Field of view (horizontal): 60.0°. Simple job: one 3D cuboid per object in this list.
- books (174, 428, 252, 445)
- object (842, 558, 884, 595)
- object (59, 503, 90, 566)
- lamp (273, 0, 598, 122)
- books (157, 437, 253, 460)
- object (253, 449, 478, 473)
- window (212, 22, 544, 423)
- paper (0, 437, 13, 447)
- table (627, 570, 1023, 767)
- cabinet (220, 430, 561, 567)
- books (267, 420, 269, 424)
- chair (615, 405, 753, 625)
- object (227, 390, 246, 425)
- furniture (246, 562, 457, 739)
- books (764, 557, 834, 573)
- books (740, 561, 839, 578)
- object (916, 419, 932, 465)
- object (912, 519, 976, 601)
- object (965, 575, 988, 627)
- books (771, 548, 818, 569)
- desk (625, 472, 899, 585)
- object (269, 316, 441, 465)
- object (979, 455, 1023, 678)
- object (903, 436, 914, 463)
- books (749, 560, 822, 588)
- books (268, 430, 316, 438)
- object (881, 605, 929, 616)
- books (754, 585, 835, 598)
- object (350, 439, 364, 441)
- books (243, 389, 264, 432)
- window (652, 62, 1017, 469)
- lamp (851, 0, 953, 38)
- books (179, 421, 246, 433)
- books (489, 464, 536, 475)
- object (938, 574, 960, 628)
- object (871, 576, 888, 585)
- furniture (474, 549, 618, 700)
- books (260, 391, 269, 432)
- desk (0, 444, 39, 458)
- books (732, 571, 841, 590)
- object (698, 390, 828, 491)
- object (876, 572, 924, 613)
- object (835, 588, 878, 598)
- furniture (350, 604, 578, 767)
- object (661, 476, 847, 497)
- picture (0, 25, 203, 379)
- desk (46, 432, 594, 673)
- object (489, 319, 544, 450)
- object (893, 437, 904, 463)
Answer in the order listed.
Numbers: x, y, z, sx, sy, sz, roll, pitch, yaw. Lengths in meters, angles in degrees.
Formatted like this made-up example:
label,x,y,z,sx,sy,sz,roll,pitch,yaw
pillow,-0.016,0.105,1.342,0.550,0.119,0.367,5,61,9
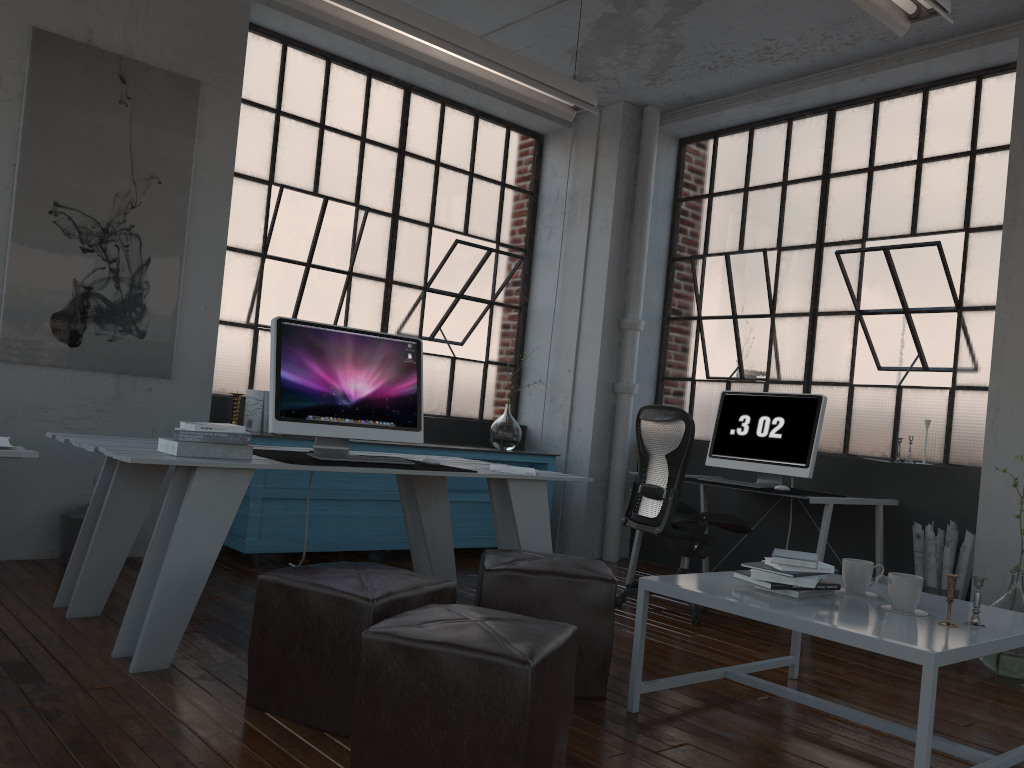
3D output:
label,x,y,z,sx,sy,sz,roll,pitch,yaw
books,-1.071,0.187,3.173,0.257,0.044,0.193,6,-3,-20
object,1.191,0.661,3.039,0.129,0.109,0.100,7,-2,-32
object,-2.141,0.754,4.499,0.293,0.308,0.292,6,-2,-12
lamp,-0.308,-1.606,4.114,1.880,0.205,0.202,7,-3,-40
books,-1.101,0.232,3.181,0.272,0.050,0.200,7,-3,-40
object,-0.669,0.319,3.704,0.849,0.008,0.686,7,-3,-39
window,-0.827,-0.931,6.112,2.595,2.389,0.669,7,-2,-40
paper,-1.779,0.162,2.726,0.429,0.001,0.484,7,-3,-30
table,1.091,0.925,2.893,0.993,0.444,0.971,7,-3,-40
cabinet,-0.753,0.738,5.685,2.266,0.732,0.626,7,-2,-40
books,-1.245,0.234,5.120,0.259,0.023,0.211,7,-3,-40
chair,0.945,0.677,4.846,0.793,1.085,0.770,6,-2,-36
object,-1.612,0.150,5.172,0.132,0.236,0.132,5,-1,16
furniture,-0.486,0.795,2.740,0.480,0.439,0.480,5,-2,28
books,0.946,0.598,2.926,0.185,0.026,0.125,6,-2,-10
books,0.924,0.613,2.949,0.275,0.014,0.199,8,-3,-40
object,2.366,0.332,5.067,0.084,0.256,0.084,6,-1,-18
object,2.304,1.030,4.730,0.293,0.627,0.274,5,-1,2
object,1.387,0.644,2.644,0.055,0.153,0.055,5,-1,26
books,0.931,0.573,2.914,0.141,0.026,0.202,5,-3,20
desk,1.409,0.936,5.182,0.934,0.688,1.225,7,-3,-40
object,-0.643,0.037,3.712,0.715,0.552,0.377,7,-2,-39
object,2.281,0.618,3.802,0.330,1.339,0.619,5,-1,-4
object,2.306,0.381,5.135,0.066,0.160,0.066,6,-1,-9
books,0.913,0.630,2.945,0.200,0.031,0.272,4,-3,25
books,-1.249,0.284,5.118,0.259,0.032,0.191,7,-3,-38
object,1.225,0.707,2.769,0.137,0.003,0.137,6,-3,-19
books,0.940,0.679,2.956,0.218,0.028,0.171,7,-3,-40
object,-1.040,0.320,5.292,0.253,0.014,0.187,8,-3,-40
books,-1.512,0.154,5.185,0.032,0.239,0.172,6,-2,-40
window,1.983,-0.679,5.765,0.670,2.389,2.588,6,-2,-40
lamp,0.912,-1.752,2.789,1.880,0.628,0.202,7,-2,-40
books,-1.077,0.155,3.186,0.185,0.030,0.152,7,-3,-40
books,0.002,0.389,4.025,0.205,0.019,0.243,5,-2,0
object,1.284,0.634,2.597,0.052,0.148,0.052,5,-1,0
object,2.003,1.166,4.746,0.290,0.294,0.291,5,-2,7
furniture,0.106,0.863,3.249,0.503,0.460,0.504,5,-2,-2
books,-1.473,0.158,5.204,0.053,0.241,0.172,6,-2,-40
desk,-2.540,0.429,2.336,2.060,0.697,1.063,7,-3,-40
books,0.909,0.653,2.944,0.274,0.025,0.210,6,-3,-20
object,1.413,0.313,5.144,0.377,0.552,0.713,7,-2,-39
object,1.212,0.651,2.758,0.129,0.109,0.100,7,-2,-32
object,1.177,0.714,3.030,0.137,0.003,0.137,6,-3,-19
furniture,-0.107,0.815,2.258,0.471,0.431,0.471,5,-2,18
object,1.383,0.595,5.139,0.688,0.008,0.847,7,-3,-39
picture,-2.108,-0.891,4.599,0.854,1.649,0.025,6,-1,-40
desk,-0.785,0.664,3.841,2.080,0.704,1.074,7,-3,-40
object,0.072,0.006,6.269,0.433,0.939,0.232,5,-1,31
object,2.246,0.379,5.146,0.055,0.153,0.055,5,-1,9
